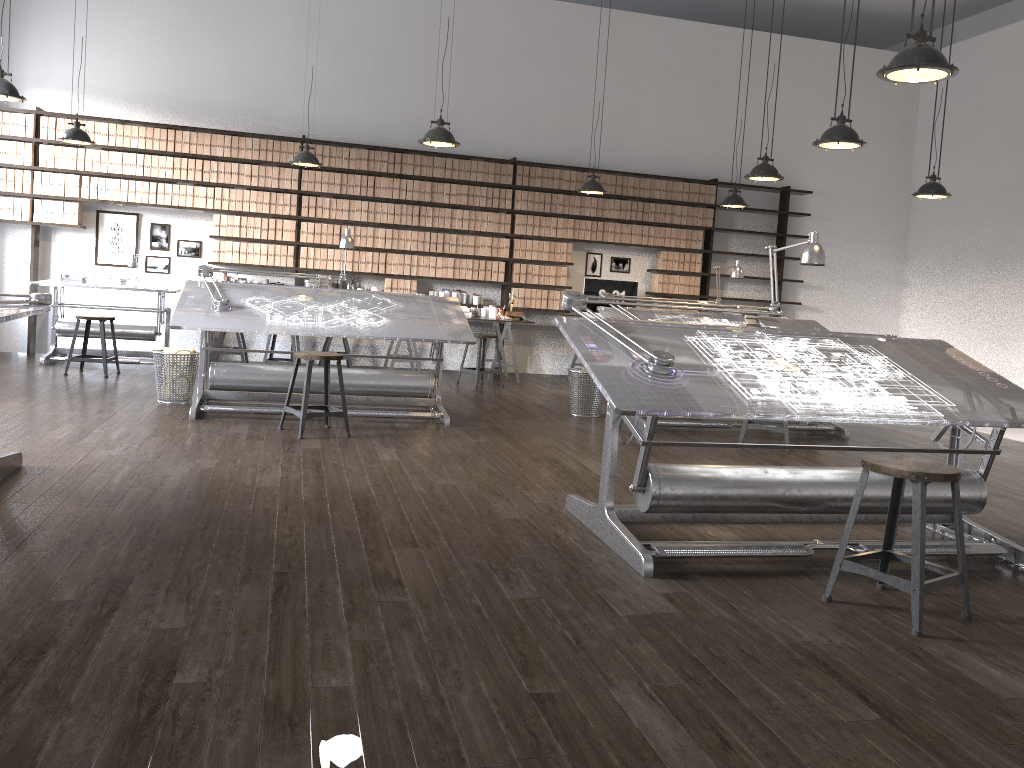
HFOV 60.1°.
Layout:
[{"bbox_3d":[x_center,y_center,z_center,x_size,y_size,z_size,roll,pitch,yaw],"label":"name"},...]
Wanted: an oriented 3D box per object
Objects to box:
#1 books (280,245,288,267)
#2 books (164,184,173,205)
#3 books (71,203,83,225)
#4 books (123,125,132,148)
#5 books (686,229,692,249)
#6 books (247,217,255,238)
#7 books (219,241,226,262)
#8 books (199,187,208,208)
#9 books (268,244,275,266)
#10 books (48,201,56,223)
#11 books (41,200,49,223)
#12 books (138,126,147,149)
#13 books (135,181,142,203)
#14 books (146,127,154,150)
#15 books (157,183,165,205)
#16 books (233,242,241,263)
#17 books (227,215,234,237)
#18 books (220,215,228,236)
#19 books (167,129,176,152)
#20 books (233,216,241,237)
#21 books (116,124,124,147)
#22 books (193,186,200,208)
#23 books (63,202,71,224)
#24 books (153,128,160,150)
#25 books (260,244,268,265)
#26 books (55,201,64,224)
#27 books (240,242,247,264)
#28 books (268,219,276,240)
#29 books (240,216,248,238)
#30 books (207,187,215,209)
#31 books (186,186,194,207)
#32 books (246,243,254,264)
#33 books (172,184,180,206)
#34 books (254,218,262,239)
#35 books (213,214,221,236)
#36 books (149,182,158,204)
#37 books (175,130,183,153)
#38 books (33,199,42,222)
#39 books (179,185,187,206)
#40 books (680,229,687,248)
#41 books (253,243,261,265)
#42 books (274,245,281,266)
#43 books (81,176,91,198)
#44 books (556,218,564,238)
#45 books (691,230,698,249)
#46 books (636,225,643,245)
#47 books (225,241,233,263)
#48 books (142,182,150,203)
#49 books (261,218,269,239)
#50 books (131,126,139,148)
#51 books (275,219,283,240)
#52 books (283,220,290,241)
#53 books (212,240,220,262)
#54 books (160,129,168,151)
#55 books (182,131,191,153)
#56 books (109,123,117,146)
[{"bbox_3d":[-2.451,-1.373,9.512,0.066,0.225,0.175,3,5,-14],"label":"books"},{"bbox_3d":[-3.556,-1.956,9.191,0.066,0.225,0.175,3,5,-14],"label":"books"},{"bbox_3d":[-4.424,-1.723,8.999,0.066,0.225,0.175,3,5,-14],"label":"books"},{"bbox_3d":[-3.921,-2.521,9.064,0.066,0.225,0.175,3,5,-14],"label":"books"},{"bbox_3d":[2.078,-1.731,10.598,0.066,0.225,0.175,3,5,-14],"label":"books"},{"bbox_3d":[-2.774,-1.656,9.411,0.066,0.225,0.175,3,5,-14],"label":"books"},{"bbox_3d":[-3.050,-1.397,9.361,0.066,0.225,0.175,3,5,-14],"label":"books"},{"bbox_3d":[-3.228,-1.943,9.274,0.066,0.225,0.175,3,5,-14],"label":"books"},{"bbox_3d":[-2.575,-1.377,9.475,0.067,0.225,0.175,3,5,-14],"label":"books"},{"bbox_3d":[-4.624,-1.731,8.949,0.066,0.225,0.175,3,5,-14],"label":"books"},{"bbox_3d":[-4.684,-1.734,8.932,0.066,0.225,0.175,3,5,-14],"label":"books"},{"bbox_3d":[-3.781,-2.515,9.091,0.066,0.225,0.175,3,5,-14],"label":"books"},{"bbox_3d":[-3.833,-1.968,9.125,0.066,0.225,0.175,3,5,-14],"label":"books"},{"bbox_3d":[-3.711,-2.512,9.108,0.067,0.225,0.175,3,5,-14],"label":"books"},{"bbox_3d":[-3.626,-1.960,9.179,0.066,0.225,0.175,3,5,-14],"label":"books"},{"bbox_3d":[-2.918,-1.391,9.391,0.067,0.225,0.175,3,5,-14],"label":"books"},{"bbox_3d":[-2.972,-1.664,9.360,0.066,0.225,0.175,3,5,-14],"label":"books"},{"bbox_3d":[-3.033,-1.666,9.343,0.066,0.225,0.175,3,5,-14],"label":"books"},{"bbox_3d":[-3.515,-2.504,9.158,0.067,0.225,0.175,3,5,-14],"label":"books"},{"bbox_3d":[-2.906,-1.660,9.372,0.067,0.225,0.175,3,5,-14],"label":"books"},{"bbox_3d":[-3.988,-2.524,9.045,0.066,0.225,0.175,3,5,-14],"label":"books"},{"bbox_3d":[-3.289,-1.946,9.261,0.066,0.225,0.175,3,5,-14],"label":"books"},{"bbox_3d":[-4.492,-1.726,8.984,0.066,0.225,0.175,3,5,-14],"label":"books"},{"bbox_3d":[-3.651,-2.510,9.128,0.066,0.225,0.175,3,5,-14],"label":"books"},{"bbox_3d":[-2.645,-1.380,9.457,0.066,0.225,0.175,3,5,-14],"label":"books"},{"bbox_3d":[-4.558,-1.728,8.961,0.067,0.225,0.175,3,5,-14],"label":"books"},{"bbox_3d":[-2.851,-1.389,9.411,0.066,0.225,0.175,3,5,-14],"label":"books"},{"bbox_3d":[-2.562,-1.646,9.458,0.067,0.225,0.175,3,5,-14],"label":"books"},{"bbox_3d":[-2.843,-1.658,9.394,0.066,0.225,0.175,3,5,-14],"label":"books"},{"bbox_3d":[-3.157,-1.940,9.290,0.067,0.225,0.175,3,5,-14],"label":"books"},{"bbox_3d":[-3.353,-1.948,9.240,0.067,0.225,0.175,3,5,-14],"label":"books"},{"bbox_3d":[-2.784,-1.387,9.430,0.066,0.225,0.175,3,5,-14],"label":"books"},{"bbox_3d":[-3.488,-1.954,9.212,0.066,0.225,0.175,3,5,-14],"label":"books"},{"bbox_3d":[-2.704,-1.652,9.424,0.066,0.225,0.175,3,5,-14],"label":"books"},{"bbox_3d":[-3.103,-1.669,9.324,0.067,0.225,0.175,3,5,-14],"label":"books"},{"bbox_3d":[-3.697,-1.962,9.155,0.067,0.225,0.175,3,5,-14],"label":"books"},{"bbox_3d":[-3.444,-2.502,9.182,0.066,0.225,0.175,3,5,-14],"label":"books"},{"bbox_3d":[-4.754,-1.736,8.913,0.067,0.225,0.175,3,5,-14],"label":"books"},{"bbox_3d":[-3.419,-1.951,9.229,0.066,0.225,0.175,3,5,-14],"label":"books"},{"bbox_3d":[2.014,-1.733,10.576,0.067,0.225,0.175,3,5,-14],"label":"books"},{"bbox_3d":[-2.716,-1.383,9.443,0.066,0.225,0.175,3,5,-14],"label":"books"},{"bbox_3d":[-2.514,-1.375,9.494,0.066,0.225,0.175,3,5,-14],"label":"books"},{"bbox_3d":[-4.317,-1.987,9.003,0.066,0.225,0.175,3,5,-14],"label":"books"},{"bbox_3d":[0.530,-1.794,10.210,0.066,0.225,0.175,3,5,-14],"label":"books"},{"bbox_3d":[2.147,-1.728,10.615,0.066,0.225,0.175,3,5,-14],"label":"books"},{"bbox_3d":[1.475,-1.755,10.442,0.067,0.225,0.175,3,5,-14],"label":"books"},{"bbox_3d":[-2.989,-1.394,9.375,0.066,0.225,0.175,3,5,-14],"label":"books"},{"bbox_3d":[-3.770,-1.965,9.143,0.066,0.225,0.175,3,5,-14],"label":"books"},{"bbox_3d":[-2.636,-1.650,9.446,0.066,0.225,0.175,3,5,-14],"label":"books"},{"bbox_3d":[-3.852,-2.518,9.077,0.066,0.225,0.175,3,5,-14],"label":"books"},{"bbox_3d":[-2.492,-1.644,9.482,0.066,0.225,0.175,3,5,-14],"label":"books"},{"bbox_3d":[-2.418,-1.641,9.498,0.066,0.225,0.175,3,5,-14],"label":"books"},{"bbox_3d":[-3.114,-1.399,9.341,0.067,0.225,0.175,3,5,-14],"label":"books"},{"bbox_3d":[-3.588,-2.508,9.146,0.066,0.225,0.175,3,5,-14],"label":"books"},{"bbox_3d":[-3.374,-2.498,9.195,0.066,0.225,0.175,3,5,-14],"label":"books"},{"bbox_3d":[-4.055,-2.526,9.024,0.067,0.225,0.175,3,5,-14],"label":"books"}]
